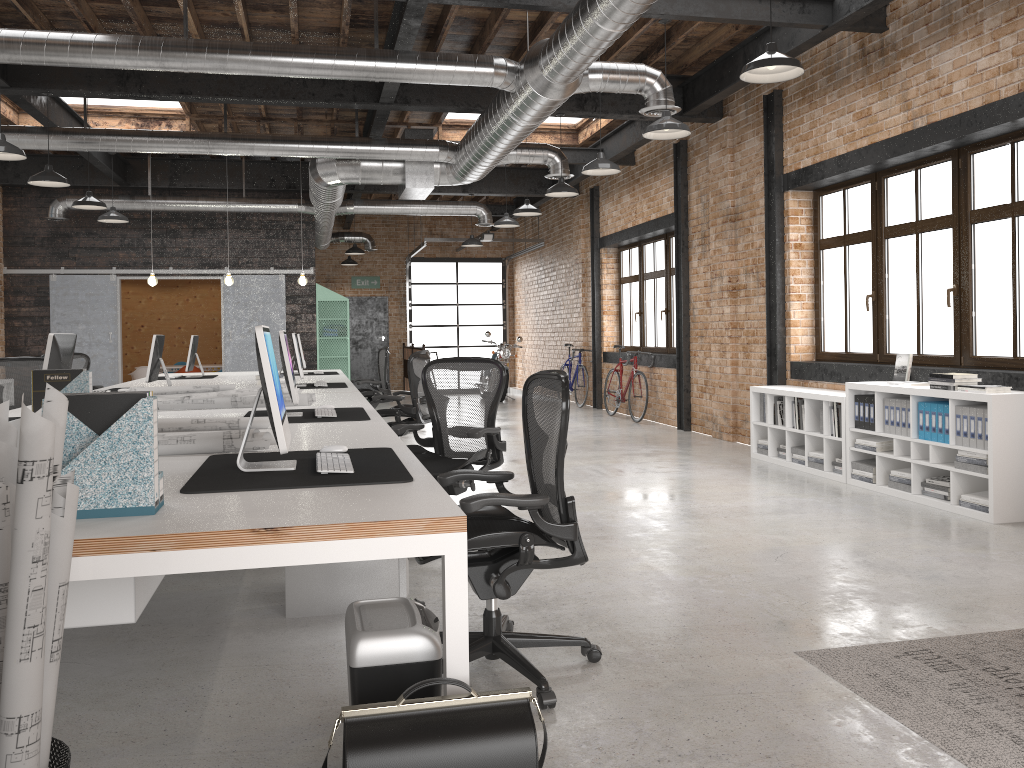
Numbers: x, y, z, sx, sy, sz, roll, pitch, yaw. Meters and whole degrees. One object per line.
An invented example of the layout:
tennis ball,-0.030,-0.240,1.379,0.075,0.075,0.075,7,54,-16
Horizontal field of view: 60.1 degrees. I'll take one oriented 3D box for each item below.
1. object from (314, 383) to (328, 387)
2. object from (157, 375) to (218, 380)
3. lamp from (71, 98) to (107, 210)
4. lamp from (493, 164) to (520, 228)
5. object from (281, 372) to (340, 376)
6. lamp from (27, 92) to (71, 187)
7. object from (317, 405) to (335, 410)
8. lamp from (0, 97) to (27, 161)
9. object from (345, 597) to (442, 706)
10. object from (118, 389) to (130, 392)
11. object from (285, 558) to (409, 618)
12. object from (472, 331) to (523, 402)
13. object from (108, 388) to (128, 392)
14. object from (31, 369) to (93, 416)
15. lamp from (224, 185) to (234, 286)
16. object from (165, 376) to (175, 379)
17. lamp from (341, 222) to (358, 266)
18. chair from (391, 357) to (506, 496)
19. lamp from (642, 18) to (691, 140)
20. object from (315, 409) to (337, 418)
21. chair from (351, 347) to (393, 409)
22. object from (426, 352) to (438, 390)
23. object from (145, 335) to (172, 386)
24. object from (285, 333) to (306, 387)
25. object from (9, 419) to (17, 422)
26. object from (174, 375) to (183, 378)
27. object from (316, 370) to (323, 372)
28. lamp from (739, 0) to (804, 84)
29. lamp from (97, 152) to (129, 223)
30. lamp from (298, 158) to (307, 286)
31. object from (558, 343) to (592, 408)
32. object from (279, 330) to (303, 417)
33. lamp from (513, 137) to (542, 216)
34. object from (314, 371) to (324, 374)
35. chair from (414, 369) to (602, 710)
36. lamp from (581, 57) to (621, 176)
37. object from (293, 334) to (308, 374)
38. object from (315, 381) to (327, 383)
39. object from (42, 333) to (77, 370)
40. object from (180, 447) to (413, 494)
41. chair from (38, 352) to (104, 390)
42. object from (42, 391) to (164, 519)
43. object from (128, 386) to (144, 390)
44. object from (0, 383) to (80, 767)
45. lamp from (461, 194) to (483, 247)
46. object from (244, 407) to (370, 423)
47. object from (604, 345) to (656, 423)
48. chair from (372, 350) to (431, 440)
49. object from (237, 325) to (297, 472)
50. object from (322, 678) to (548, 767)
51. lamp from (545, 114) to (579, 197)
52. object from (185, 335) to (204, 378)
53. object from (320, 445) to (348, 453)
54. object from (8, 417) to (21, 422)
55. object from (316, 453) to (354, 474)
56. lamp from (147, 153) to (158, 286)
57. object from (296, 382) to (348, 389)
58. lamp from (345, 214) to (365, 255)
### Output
object,-1.748,0.005,8.089,0.118,0.017,0.439,-2,3,-13
object,-3.799,-0.074,10.275,0.687,0.008,0.849,-2,3,-14
lamp,-4.720,-2.647,9.869,0.362,1.362,0.362,-1,1,-5
lamp,-0.081,-2.592,12.150,0.362,0.856,0.362,-1,1,5
object,-2.471,-0.124,10.801,0.687,0.008,0.849,-2,3,-14
lamp,-4.375,-2.313,8.357,0.362,0.856,0.362,-1,1,-5
object,-1.133,0.141,5.392,0.106,0.028,0.059,-2,3,-14
lamp,-4.089,-2.498,7.066,0.362,1.362,0.362,-1,1,-20
object,-0.322,0.856,2.418,0.250,0.465,0.338,-1,1,-13
object,-3.300,0.053,7.542,0.106,0.028,0.059,-1,3,-11
object,-0.746,0.779,4.009,0.541,0.455,0.221,-1,1,-13
object,-0.298,-0.349,17.194,0.813,1.359,2.178,-1,2,-25
object,-3.256,0.053,7.866,0.687,0.008,0.849,-2,3,-14
object,-2.226,0.082,4.385,0.280,0.312,0.150,-1,1,-13
lamp,-3.644,-2.097,11.357,0.123,1.678,0.123,-1,0,-15
object,-3.842,-0.075,9.950,0.106,0.028,0.059,-1,3,-11
lamp,-3.366,-3.129,18.285,0.362,1.338,0.362,-1,1,-35
chair,-0.359,0.388,5.229,0.770,1.085,0.793,-1,1,11
lamp,1.156,-2.301,6.658,0.362,0.856,0.362,-1,1,5
object,-1.068,0.165,5.070,0.118,0.017,0.439,-2,3,-13
chair,-1.779,0.089,10.917,0.793,1.085,0.770,-2,2,-34
object,-1.694,-0.184,17.799,0.410,1.032,1.736,-1,2,-6
object,-3.146,-0.196,7.886,0.189,0.485,0.484,-1,2,-13
object,-1.974,-0.223,8.064,0.189,0.485,0.484,-1,2,-13
object,-2.682,0.203,4.832,0.118,0.017,0.439,-2,3,-13
object,-3.907,-0.086,10.271,0.118,0.017,0.439,-2,3,-13
object,-2.421,-0.162,11.110,0.106,0.028,0.059,-2,3,-14
lamp,1.496,-2.474,5.133,0.362,1.362,0.362,-1,1,5
lamp,-4.981,-2.456,11.046,0.362,0.856,0.362,-1,1,5
lamp,-2.746,-2.122,11.559,0.123,1.678,0.123,-1,0,-15
object,1.014,-0.162,14.981,0.401,1.039,1.739,-1,2,-18
object,-1.294,-0.063,5.045,0.189,0.485,0.484,-1,2,-13
lamp,0.180,-2.783,10.972,0.362,1.362,0.362,-1,1,-5
object,-2.356,-0.138,10.789,0.118,0.017,0.439,-2,3,-13
chair,-0.059,0.499,3.191,0.793,1.085,0.771,-2,1,-29
lamp,0.812,-2.635,8.169,0.362,1.362,0.362,-1,1,-40
object,-2.582,-0.366,10.764,0.189,0.485,0.484,-1,2,-13
object,-1.813,-0.019,8.411,0.106,0.028,0.059,-2,3,-14
object,-2.463,-0.035,4.854,0.189,0.485,0.484,-1,2,-13
object,-0.725,0.286,3.050,0.687,0.008,0.849,-2,3,-13
chair,-5.096,0.173,10.324,0.792,1.085,0.771,0,1,26
object,-1.072,0.181,2.313,0.280,0.312,0.150,-1,1,-13
object,-3.365,0.042,7.864,0.118,0.017,0.439,-2,3,-13
object,-1.066,0.544,1.718,0.412,1.210,0.440,-1,1,-35
lamp,-0.671,-2.731,14.770,0.362,0.856,0.362,-1,1,-35
object,-1.179,0.180,5.065,0.687,0.008,0.849,-2,3,-12
object,1.581,-0.028,12.460,0.401,1.039,1.739,-1,2,-18
chair,-1.050,0.230,8.228,0.792,1.085,0.771,-1,1,-4
object,-0.842,0.043,3.037,0.189,0.485,0.484,-1,2,-13
object,-0.175,0.896,2.079,0.548,0.429,0.268,-1,1,-15
lamp,0.525,-2.450,9.461,0.362,0.856,0.362,-1,1,10
object,-3.688,-0.323,10.294,0.189,0.485,0.484,-1,2,-13
object,-0.681,0.248,3.384,0.106,0.028,0.059,-1,3,-11
object,-2.575,0.213,4.843,0.687,0.008,0.849,-2,3,-11
object,-0.616,0.271,3.062,0.118,0.017,0.439,-2,3,-13
lamp,-4.541,-2.072,11.155,0.123,1.678,0.123,-1,0,-15
object,-1.863,0.019,8.102,0.687,0.008,0.849,-2,3,-13
lamp,-2.823,-3.002,15.875,0.362,1.338,0.362,-1,1,-35
